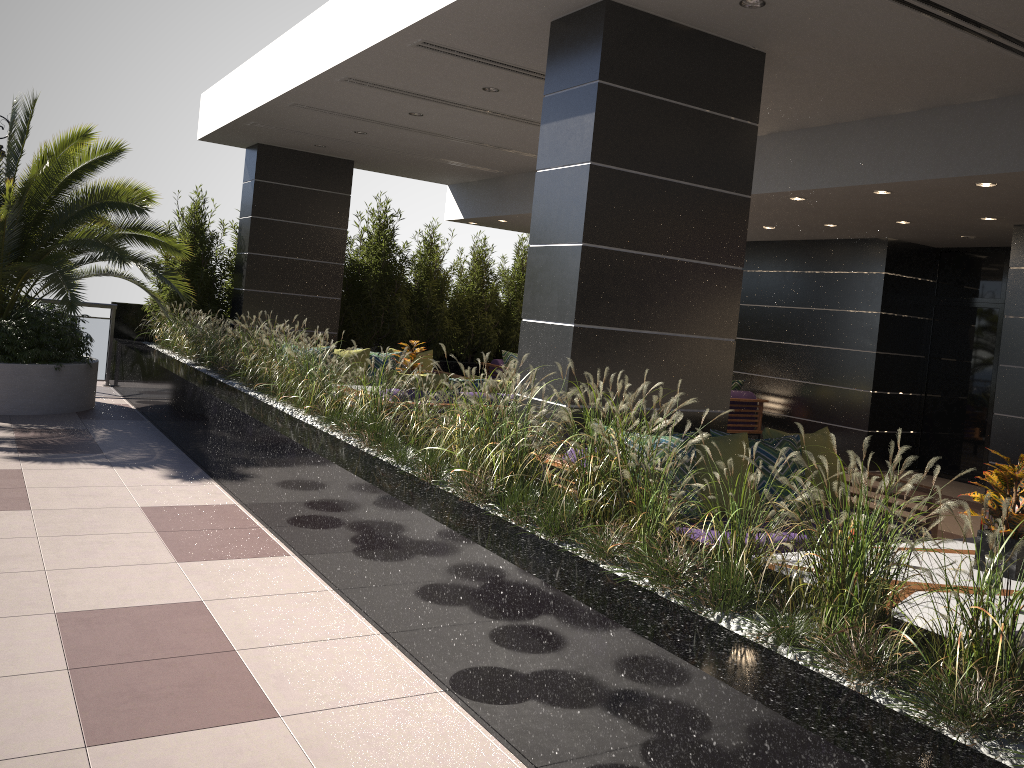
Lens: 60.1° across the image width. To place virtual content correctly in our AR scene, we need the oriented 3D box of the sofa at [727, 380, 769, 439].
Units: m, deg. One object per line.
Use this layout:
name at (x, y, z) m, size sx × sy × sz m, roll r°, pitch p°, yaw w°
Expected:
sofa at (2.043, 0.309, 11.147) m, size 2.121 × 0.918 × 1.124 m, roll 3°, pitch 4°, yaw -32°

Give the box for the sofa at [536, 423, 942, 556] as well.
sofa at (1.310, 0.721, 5.049) m, size 2.121 × 0.918 × 1.124 m, roll 3°, pitch 4°, yaw -32°

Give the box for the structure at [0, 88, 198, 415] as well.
structure at (-5.287, -1.454, 9.169) m, size 3.755 × 3.299 × 3.805 m, roll 6°, pitch 3°, yaw 11°

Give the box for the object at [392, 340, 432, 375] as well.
object at (-1.018, -0.175, 8.913) m, size 0.429 × 0.526 × 0.426 m, roll 5°, pitch 2°, yaw -14°

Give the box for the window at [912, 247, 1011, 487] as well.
window at (5.526, -0.189, 10.077) m, size 0.108 × 2.758 × 1.834 m, roll 5°, pitch 2°, yaw -32°

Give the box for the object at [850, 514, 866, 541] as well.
object at (1.480, 0.652, 3.801) m, size 0.069 × 0.181 × 0.068 m, roll 7°, pitch 2°, yaw 41°

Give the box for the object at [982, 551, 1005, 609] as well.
object at (1.759, 0.709, 3.239) m, size 0.069 × 0.211 × 0.068 m, roll 7°, pitch 2°, yaw 41°

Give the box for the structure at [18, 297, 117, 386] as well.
structure at (-5.902, 0.273, 0.808) m, size 12.891 × 1.057 × 17.576 m, roll 3°, pitch 5°, yaw -32°

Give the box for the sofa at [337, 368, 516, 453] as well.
sofa at (-0.367, 0.336, 7.807) m, size 2.121 × 0.918 × 1.124 m, roll 3°, pitch 4°, yaw -32°

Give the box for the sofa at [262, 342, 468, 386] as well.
sofa at (-1.698, 0.030, 9.996) m, size 2.121 × 0.918 × 1.124 m, roll 3°, pitch 4°, yaw -32°

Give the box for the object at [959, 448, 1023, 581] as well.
object at (2.121, 0.545, 3.757) m, size 0.429 × 0.526 × 0.426 m, roll 5°, pitch 3°, yaw -19°

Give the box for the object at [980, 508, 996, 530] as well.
object at (2.297, 0.691, 4.261) m, size 0.084 × 0.189 × 0.067 m, roll 5°, pitch 1°, yaw -7°

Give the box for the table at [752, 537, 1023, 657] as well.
table at (2.062, 1.080, 3.773) m, size 2.032 × 0.553 × 0.945 m, roll 3°, pitch 4°, yaw -32°

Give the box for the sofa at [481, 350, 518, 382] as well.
sofa at (0.711, 0.003, 13.337) m, size 2.121 × 0.918 × 1.124 m, roll 3°, pitch 4°, yaw -32°

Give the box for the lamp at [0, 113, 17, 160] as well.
lamp at (-6.536, -1.684, 10.293) m, size 1.119 × 3.323 × 0.265 m, roll 5°, pitch 1°, yaw -32°

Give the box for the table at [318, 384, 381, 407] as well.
table at (-1.068, 0.361, 8.922) m, size 2.033 × 0.553 × 0.945 m, roll 3°, pitch 4°, yaw -32°

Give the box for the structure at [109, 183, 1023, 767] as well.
structure at (4.304, 0.024, 3.575) m, size 7.801 × 3.117 × 24.832 m, roll 3°, pitch 5°, yaw -32°
